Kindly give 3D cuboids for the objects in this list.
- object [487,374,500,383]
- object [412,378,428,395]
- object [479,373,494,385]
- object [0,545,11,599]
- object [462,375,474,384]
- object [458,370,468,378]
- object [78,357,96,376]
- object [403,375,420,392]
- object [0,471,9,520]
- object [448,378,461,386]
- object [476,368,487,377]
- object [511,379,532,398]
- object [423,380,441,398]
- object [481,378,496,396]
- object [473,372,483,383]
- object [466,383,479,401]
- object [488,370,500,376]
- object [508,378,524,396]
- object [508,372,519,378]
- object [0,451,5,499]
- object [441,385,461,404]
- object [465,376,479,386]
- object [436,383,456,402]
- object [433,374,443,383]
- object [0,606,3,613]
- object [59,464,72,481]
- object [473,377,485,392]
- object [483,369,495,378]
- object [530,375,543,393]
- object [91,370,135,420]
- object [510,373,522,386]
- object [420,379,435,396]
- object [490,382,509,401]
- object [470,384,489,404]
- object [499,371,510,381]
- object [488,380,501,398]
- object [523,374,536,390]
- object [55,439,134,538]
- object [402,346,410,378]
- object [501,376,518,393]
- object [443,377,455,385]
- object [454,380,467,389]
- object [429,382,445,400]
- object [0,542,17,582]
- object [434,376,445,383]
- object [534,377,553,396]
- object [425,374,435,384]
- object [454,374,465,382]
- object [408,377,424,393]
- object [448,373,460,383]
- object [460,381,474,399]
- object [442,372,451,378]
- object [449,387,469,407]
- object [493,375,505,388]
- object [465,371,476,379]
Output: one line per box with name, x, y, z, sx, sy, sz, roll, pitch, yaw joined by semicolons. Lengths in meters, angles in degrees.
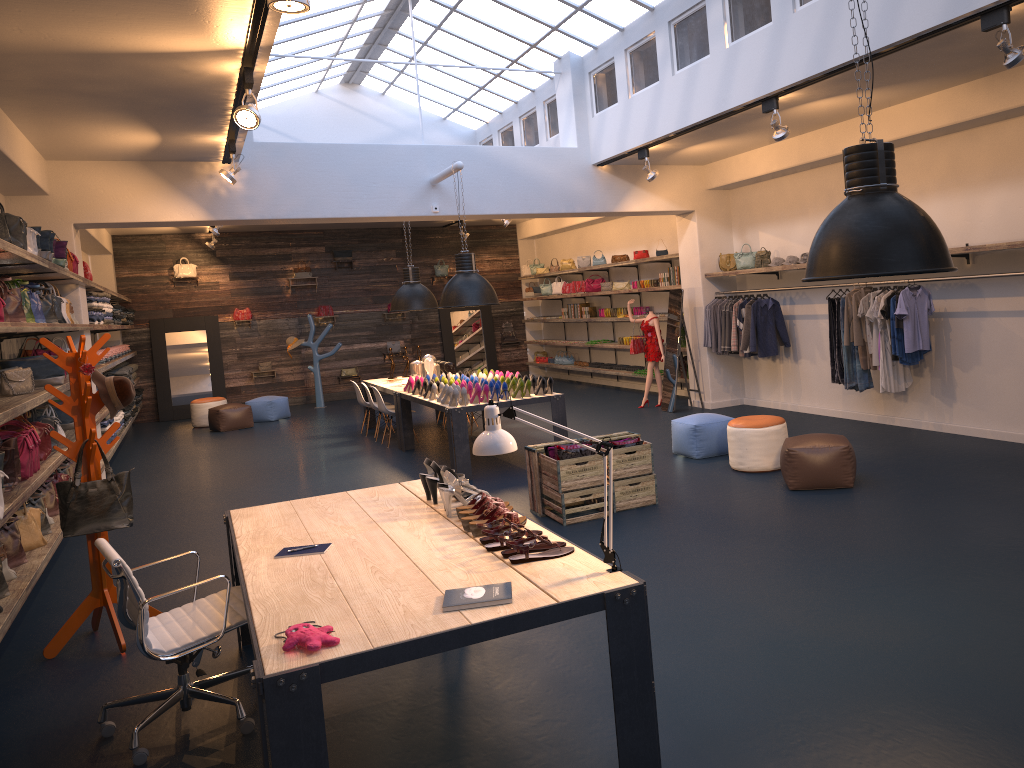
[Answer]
object;-0.236;-0.021;10.117;0.215;0.195;0.227;-6;4;-23
object;-1.079;0.025;10.277;0.215;0.195;0.227;-6;4;-23
object;-0.312;-0.039;10.371;0.215;0.195;0.227;-6;4;-23
object;-2.751;0.973;4.462;0.207;0.338;0.395;-3;4;20
object;-0.533;-0.014;10.270;0.215;0.195;0.227;-6;4;-23
object;-0.641;-0.081;11.080;0.215;0.195;0.227;-6;4;-23
object;-2.320;-0.101;4.739;0.084;0.112;0.060;-7;4;-42
object;-1.240;-0.009;10.767;0.217;0.195;0.224;-6;5;-29
object;-2.643;0.487;4.112;0.463;0.385;0.176;-8;5;-44
object;-0.670;0.031;9.886;0.215;0.195;0.227;-6;4;-23
object;-0.403;-0.106;11.160;0.215;0.195;0.227;-6;4;-23
object;0.104;0.046;9.124;0.218;0.195;0.224;-7;5;-30
object;-0.897;0.055;9.810;0.217;0.195;0.225;-6;4;-27
object;-0.274;0.036;9.533;0.216;0.195;0.226;-6;4;-25
object;-0.445;-0.049;10.577;0.217;0.195;0.225;-6;4;-27
object;-0.424;0.081;9.163;0.215;0.195;0.227;-6;4;-23
object;-0.238;-0.074;10.694;0.215;0.195;0.227;-6;4;-23
object;0.033;0.028;9.371;0.215;0.195;0.227;-6;4;-23
object;0.003;-0.048;10.220;0.217;0.195;0.225;-6;4;-26
object;-2.858;0.516;4.574;0.344;0.284;0.180;-5;3;-6
object;-0.633;0.106;9.049;0.218;0.195;0.223;-7;5;-31
object;-0.476;0.004;10.027;0.222;0.195;0.227;-6;4;-23
object;-0.698;0.087;9.306;0.219;0.195;0.222;-7;5;-36
object;-0.925;-0.019;10.632;0.218;0.195;0.224;-7;5;-31
object;-2.665;0.966;4.169;0.185;0.385;0.443;-4;4;18
object;-3.933;0.773;7.396;0.170;0.366;0.402;-3;4;21
object;-0.386;0.023;9.751;0.215;0.195;0.227;-6;4;-23
object;-0.311;-0.090;10.924;0.215;0.195;0.227;-6;4;-23
object;0.248;0.003;9.481;0.215;0.195;0.227;-6;4;-23
object;-2.248;0.055;4.928;0.193;0.289;0.258;-5;4;-15
object;0.033;-0.027;9.967;0.211;0.195;0.231;-5;4;-14
object;-0.967;0.037;10.059;0.212;0.195;0.231;-5;4;-15
object;-0.127;0.071;9.034;0.212;0.195;0.231;-5;4;-15
object;-0.328;0.097;8.913;0.216;0.195;0.226;-6;4;-26
object;-0.101;-0.063;10.465;0.212;0.195;0.230;-5;4;-16
object;-0.206;0.053;9.296;0.215;0.195;0.227;-6;4;-23
object;0.171;-0.015;9.735;0.215;0.195;0.227;-6;4;-23
object;-2.278;0.563;4.741;0.397;0.523;0.190;-5;3;-18
object;-1.606;-0.335;13.081;0.132;0.467;0.147;-4;3;20
object;-0.034;0.011;9.607;0.217;0.195;0.225;-6;4;-27
object;-0.755;0.014;10.146;0.215;0.195;0.227;-6;4;-23
object;-0.582;0.048;9.640;0.212;0.195;0.231;-5;4;-15
object;-0.817;0.072;9.566;0.211;0.195;0.231;-5;4;-14
object;-2.952;0.947;4.751;0.170;0.366;0.402;-3;4;21
object;-0.874;-0.001;10.393;0.214;0.195;0.228;-6;4;-20
object;0.343;0.019;9.235;0.215;0.195;0.227;-6;4;-23
object;-1.029;-0.034;10.879;0.215;0.195;0.227;-6;4;-23
object;-0.652;-0.027;10.500;0.215;0.195;0.227;-6;4;-23
object;-1.163;0.008;10.524;0.215;0.195;0.233;-5;4;-11
object;-0.733;-0.042;10.728;0.215;0.195;0.227;-6;4;-23
object;-0.507;0.064;9.404;0.213;0.195;0.229;-6;4;-18
object;-0.833;-0.057;10.964;0.212;0.195;0.230;-5;4;-16
object;-0.540;0.123;8.798;0.213;0.195;0.230;-6;4;-17
object;-0.169;0.000;9.836;0.215;0.195;0.227;-6;4;-23
object;-0.537;-0.065;10.827;0.216;0.195;0.226;-6;4;-25
